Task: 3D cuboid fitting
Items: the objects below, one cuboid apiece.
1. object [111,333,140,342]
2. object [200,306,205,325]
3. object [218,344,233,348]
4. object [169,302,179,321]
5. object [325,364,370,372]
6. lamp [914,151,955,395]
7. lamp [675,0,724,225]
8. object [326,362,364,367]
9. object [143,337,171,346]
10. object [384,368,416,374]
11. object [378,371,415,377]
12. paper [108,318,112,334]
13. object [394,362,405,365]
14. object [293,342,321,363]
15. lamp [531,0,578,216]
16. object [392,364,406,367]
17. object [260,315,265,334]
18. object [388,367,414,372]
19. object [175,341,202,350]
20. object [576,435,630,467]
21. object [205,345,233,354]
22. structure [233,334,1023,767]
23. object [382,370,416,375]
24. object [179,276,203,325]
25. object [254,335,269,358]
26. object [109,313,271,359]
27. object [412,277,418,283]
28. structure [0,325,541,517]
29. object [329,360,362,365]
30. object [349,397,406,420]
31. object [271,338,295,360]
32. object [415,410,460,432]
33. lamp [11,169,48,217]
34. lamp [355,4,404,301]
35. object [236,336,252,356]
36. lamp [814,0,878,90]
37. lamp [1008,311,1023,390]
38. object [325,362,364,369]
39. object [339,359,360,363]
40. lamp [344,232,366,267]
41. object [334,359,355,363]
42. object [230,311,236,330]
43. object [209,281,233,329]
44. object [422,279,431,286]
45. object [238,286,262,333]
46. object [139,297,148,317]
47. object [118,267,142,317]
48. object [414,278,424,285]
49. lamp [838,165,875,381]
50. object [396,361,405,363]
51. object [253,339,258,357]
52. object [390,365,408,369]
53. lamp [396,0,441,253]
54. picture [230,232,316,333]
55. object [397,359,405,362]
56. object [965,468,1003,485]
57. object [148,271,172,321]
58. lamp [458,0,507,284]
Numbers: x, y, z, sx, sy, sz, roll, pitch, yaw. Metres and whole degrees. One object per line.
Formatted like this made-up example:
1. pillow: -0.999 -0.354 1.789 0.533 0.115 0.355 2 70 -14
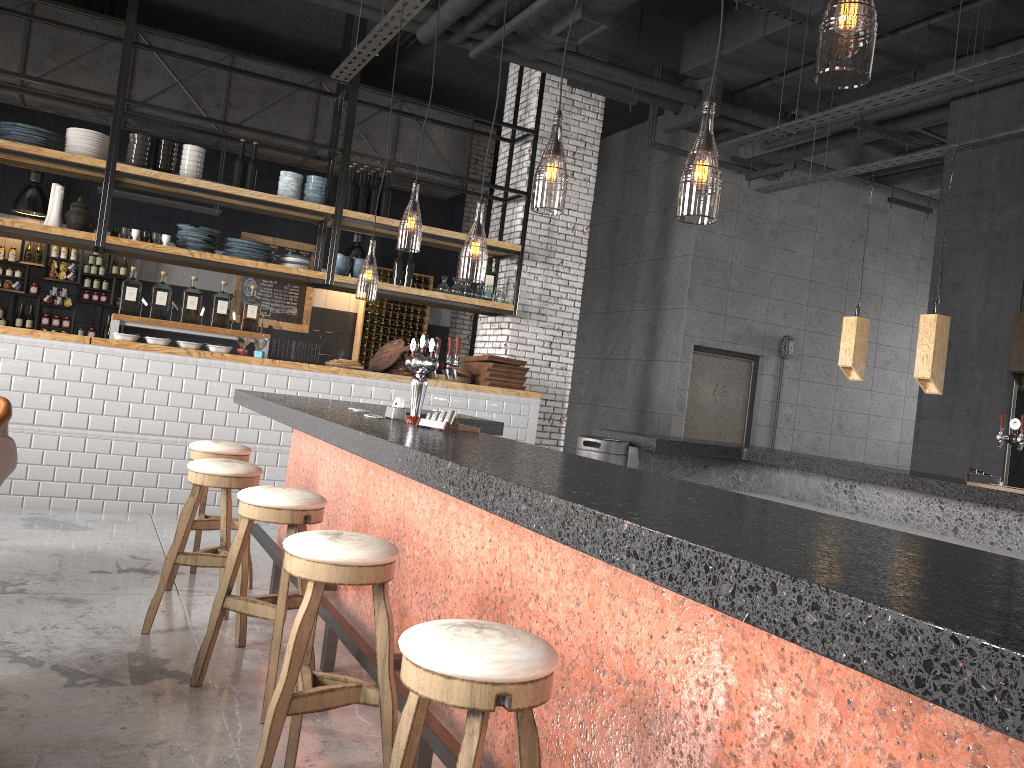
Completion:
1. object: -3.045 -0.365 6.993 0.216 0.056 0.324 7 -1 -26
2. object: -2.615 -0.574 7.489 0.031 0.164 0.046 7 -2 -1
3. object: -2.337 -0.308 7.223 0.203 0.021 0.039 7 -1 41
4. object: -2.819 -0.601 7.384 0.039 0.164 0.077 6 -2 19
5. object: -1.460 -0.143 7.946 0.407 0.019 0.457 7 -1 16
6. lamp: 2.774 -0.737 5.740 0.127 1.608 0.127 8 -2 -26
7. lamp: 0.561 -1.145 2.299 0.108 1.462 0.108 6 -2 36
8. object: -1.521 -0.179 7.960 0.214 0.013 0.521 7 -1 -30
9. object: -2.831 -0.340 7.082 0.216 0.059 0.324 7 -1 -26
10. object: -1.015 -0.118 8.244 0.458 0.019 0.406 7 -1 3
11. object: -1.014 -0.085 8.245 0.458 0.019 0.406 7 -1 10
12. paper: -3.279 -0.484 7.234 0.012 0.164 0.108 8 -2 -26
13. object: -0.998 -0.180 8.249 0.458 0.019 0.406 7 -1 17
14. object: -1.822 -0.282 7.873 0.170 0.168 0.181 6 -2 44
15. lamp: 0.208 -1.336 2.814 0.108 1.600 0.108 7 -2 6
16. object: -1.023 -0.167 8.236 0.407 0.019 0.457 7 -1 17
17. object: -2.166 -0.517 7.677 0.034 0.164 0.061 7 -2 7
18. object: -1.019 -0.134 8.242 0.407 0.019 0.457 7 -1 33
19. object: -2.627 -0.312 7.204 0.216 0.056 0.324 7 -1 -26
20. object: 0.604 0.907 6.412 0.399 1.036 0.397 7 -2 10
21. object: -2.412 -0.286 7.290 0.216 0.060 0.324 7 -1 -26
22. structure: 1.331 0.751 4.069 4.305 1.534 5.880 7 -1 -26
23. object: -0.994 -0.099 8.246 0.458 0.019 0.406 7 -1 37
24. object: -2.711 -0.707 7.504 0.154 0.404 0.154 8 -2 -26
25. object: -2.098 -0.312 7.394 0.128 0.189 0.123 7 -1 -17
26. object: -2.739 -0.229 7.505 1.249 0.552 0.315 7 -1 -26
27. object: -1.290 -1.368 11.658 0.079 0.079 0.284 8 -1 -26
28. structure: -2.723 0.388 7.778 5.794 1.346 1.512 7 -1 -26
29. object: -1.512 -0.192 7.966 0.229 0.016 0.557 7 -1 -20
30. object: -0.754 0.097 4.581 0.200 0.106 0.767 7 -1 -26
31. object: -1.986 -0.304 7.692 0.181 0.168 0.170 7 -1 -16
32. object: -0.322 0.151 3.872 0.178 0.091 0.091 6 -1 39
33. lamp: -5.233 -2.339 9.759 0.390 0.938 0.390 8 -2 -23
34. lamp: -0.652 -1.225 4.559 0.108 1.600 0.108 7 -2 6
35. object: -2.247 -0.318 7.401 0.122 0.165 0.112 7 -1 8
36. lamp: 0.735 -1.381 1.737 0.108 1.600 0.108 7 -2 6
37. lamp: 3.058 -0.738 5.154 0.127 1.548 0.127 8 -2 -26
38. object: -1.518 -0.166 7.968 0.276 0.019 0.514 7 -1 -21
39. object: -1.431 -0.205 7.826 0.184 0.011 0.254 7 -1 -4
40. lamp: -1.958 -1.921 11.298 0.390 0.938 0.390 8 -2 -23
41. object: -1.497 -0.203 7.870 0.172 0.010 0.368 7 -1 -16
42. object: -2.384 -0.545 7.575 0.024 0.164 0.062 8 -2 -35
43. object: -2.491 -0.679 7.605 0.154 0.404 0.154 8 -2 -26
44. object: -1.129 -1.347 11.757 0.079 0.079 0.284 8 -1 -26
45. object: -2.271 -0.651 7.716 0.154 0.404 0.154 8 -2 -26
46. object: -3.024 -0.627 7.267 0.080 0.164 0.032 6 -2 36
47. object: -3.135 -0.762 7.300 0.154 0.404 0.154 8 -2 -26
48. object: -1.220 -1.359 11.730 0.079 0.079 0.284 8 -1 -26
49. lamp: 2.498 -0.796 6.328 0.127 1.548 0.127 8 -2 -26
50. object: -1.002 -0.197 8.248 0.458 0.019 0.406 7 -1 8
51. object: -2.145 -0.304 7.512 0.112 0.165 0.122 6 -1 29
52. object: -1.034 -0.153 8.218 0.406 0.019 0.458 7 -1 -12
53. lamp: -0.374 -1.396 4.033 0.108 1.600 0.108 7 -2 6
54. picture: -2.985 -1.266 11.186 0.979 1.143 0.021 8 -2 -26
55. object: -1.016 -0.215 8.239 0.407 0.019 0.457 7 -1 21
56. object: 2.699 0.534 5.066 0.178 0.091 0.091 6 -1 39
57. object: -2.924 -0.735 7.392 0.154 0.404 0.154 8 -2 -26
58. lamp: -0.061 -1.192 3.464 0.108 1.600 0.108 9 -2 -44
